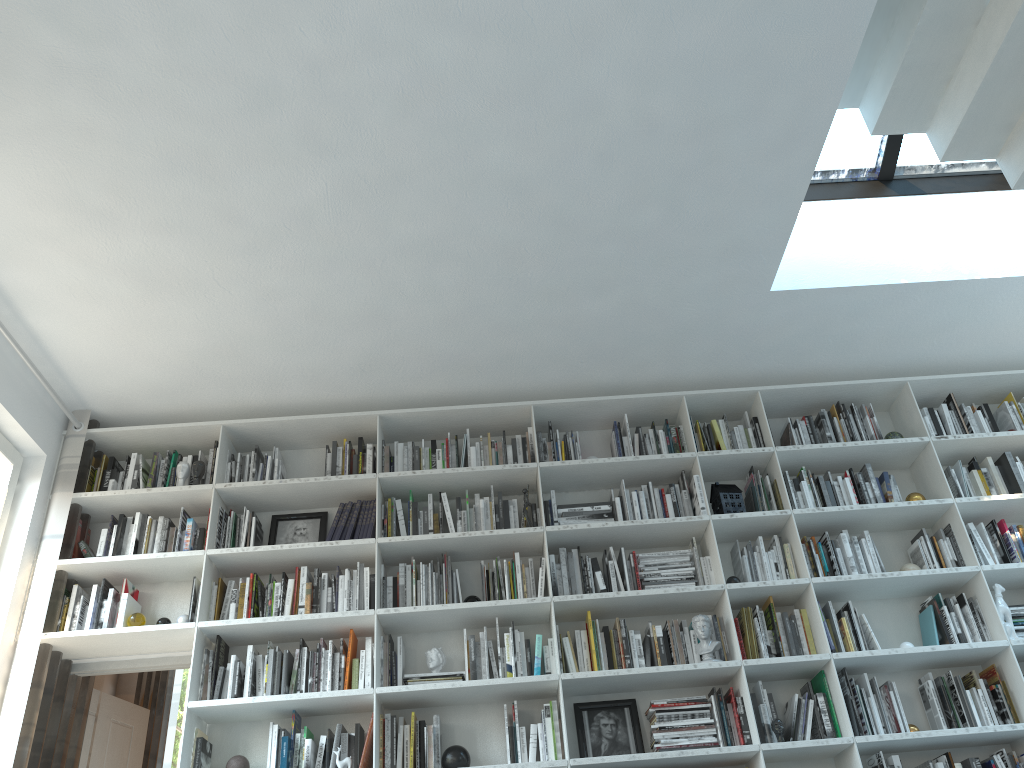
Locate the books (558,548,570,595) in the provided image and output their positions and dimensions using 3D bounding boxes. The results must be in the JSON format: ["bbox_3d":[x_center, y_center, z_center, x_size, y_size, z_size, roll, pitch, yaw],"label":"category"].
[{"bbox_3d":[0.264,1.004,4.497,0.026,0.295,0.180,-4,-34,-2],"label":"books"}]

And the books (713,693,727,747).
[{"bbox_3d":[0.951,1.587,4.106,0.011,0.259,0.185,-4,-34,-2],"label":"books"}]

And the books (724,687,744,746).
[{"bbox_3d":[1.029,1.573,4.113,0.011,0.278,0.187,-4,-34,-2],"label":"books"}]

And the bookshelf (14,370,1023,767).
[{"bbox_3d":[0.850,1.441,4.138,6.296,3.124,0.332,-4,-34,-2],"label":"bookshelf"}]

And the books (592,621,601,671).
[{"bbox_3d":[0.400,1.302,4.272,0.015,0.265,0.190,-4,-34,-2],"label":"books"}]

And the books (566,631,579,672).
[{"bbox_3d":[0.293,1.335,4.285,0.042,0.240,0.163,-4,-34,-2],"label":"books"}]

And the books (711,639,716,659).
[{"bbox_3d":[0.954,1.286,4.315,0.025,0.258,0.131,-4,-34,-2],"label":"books"}]

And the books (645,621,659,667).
[{"bbox_3d":[0.680,1.303,4.303,0.014,0.257,0.162,-4,-34,-2],"label":"books"}]

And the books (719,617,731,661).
[{"bbox_3d":[1.031,1.286,4.330,0.023,0.263,0.107,-4,-34,-2],"label":"books"}]

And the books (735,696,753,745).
[{"bbox_3d":[1.053,1.586,4.091,0.034,0.228,0.200,-4,-34,-2],"label":"books"}]

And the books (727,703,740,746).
[{"bbox_3d":[1.015,1.609,4.110,0.021,0.216,0.133,-4,-34,-2],"label":"books"}]

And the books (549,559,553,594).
[{"bbox_3d":[0.193,1.034,4.493,0.012,0.252,0.162,-4,-34,-2],"label":"books"}]

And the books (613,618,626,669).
[{"bbox_3d":[0.523,1.300,4.302,0.013,0.282,0.178,-4,-34,-2],"label":"books"}]

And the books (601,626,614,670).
[{"bbox_3d":[0.466,1.325,4.309,0.028,0.258,0.135,-4,-34,-2],"label":"books"}]

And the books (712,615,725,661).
[{"bbox_3d":[0.998,1.277,4.314,0.014,0.264,0.154,-4,-34,-2],"label":"books"}]

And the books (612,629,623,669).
[{"bbox_3d":[0.505,1.325,4.294,0.025,0.234,0.137,-4,-34,-2],"label":"books"}]

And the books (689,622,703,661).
[{"bbox_3d":[0.902,1.293,4.322,0.014,0.261,0.135,-4,-34,-2],"label":"books"}]

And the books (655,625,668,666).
[{"bbox_3d":[0.712,1.307,4.283,0.029,0.223,0.186,-4,-34,-2],"label":"books"}]

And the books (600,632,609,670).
[{"bbox_3d":[0.441,1.336,4.295,0.024,0.227,0.148,-4,-34,-2],"label":"books"}]

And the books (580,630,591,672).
[{"bbox_3d":[0.355,1.333,4.290,0.029,0.238,0.156,-4,-34,-2],"label":"books"}]

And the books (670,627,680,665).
[{"bbox_3d":[0.780,1.316,4.310,0.025,0.229,0.143,-4,-34,-2],"label":"books"}]

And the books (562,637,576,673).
[{"bbox_3d":[0.276,1.343,4.266,0.053,0.207,0.157,-4,-34,-2],"label":"books"}]

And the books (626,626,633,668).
[{"bbox_3d":[0.563,1.318,4.305,0.011,0.250,0.131,-4,-34,-2],"label":"books"}]

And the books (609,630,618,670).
[{"bbox_3d":[0.487,1.326,4.285,0.012,0.226,0.170,-4,-34,-2],"label":"books"}]

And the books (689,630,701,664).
[{"bbox_3d":[0.880,1.315,4.297,0.035,0.200,0.150,-4,-34,-2],"label":"books"}]

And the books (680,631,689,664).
[{"bbox_3d":[0.828,1.321,4.303,0.022,0.205,0.115,-4,-34,-2],"label":"books"}]

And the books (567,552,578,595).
[{"bbox_3d":[0.304,1.011,4.484,0.025,0.264,0.186,-4,-34,-2],"label":"books"}]

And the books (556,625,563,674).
[{"bbox_3d":[0.231,1.330,4.306,0.010,0.280,0.141,-4,-34,-2],"label":"books"}]

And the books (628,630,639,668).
[{"bbox_3d":[0.582,1.324,4.285,0.024,0.215,0.176,-4,-34,-2],"label":"books"}]

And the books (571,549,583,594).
[{"bbox_3d":[0.330,1.007,4.508,0.029,0.293,0.152,-4,-34,-2],"label":"books"}]

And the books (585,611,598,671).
[{"bbox_3d":[0.384,1.282,4.286,0.014,0.316,0.189,-4,-34,-2],"label":"books"}]

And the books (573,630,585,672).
[{"bbox_3d":[0.327,1.335,4.296,0.026,0.246,0.140,-4,-34,-2],"label":"books"}]

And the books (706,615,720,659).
[{"bbox_3d":[0.978,1.282,4.330,0.025,0.277,0.108,-4,-34,-2],"label":"books"}]

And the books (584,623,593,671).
[{"bbox_3d":[0.373,1.321,4.313,0.010,0.282,0.137,-4,-34,-2],"label":"books"}]

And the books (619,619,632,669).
[{"bbox_3d":[0.543,1.298,4.286,0.028,0.266,0.191,-4,-34,-2],"label":"books"}]

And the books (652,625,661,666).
[{"bbox_3d":[0.693,1.310,4.294,0.010,0.232,0.176,-4,-34,-2],"label":"books"}]

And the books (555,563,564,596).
[{"bbox_3d":[0.240,1.044,4.492,0.027,0.227,0.148,-4,-34,-2],"label":"books"}]

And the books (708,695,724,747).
[{"bbox_3d":[0.939,1.592,4.106,0.012,0.252,0.162,-4,-34,-2],"label":"books"}]

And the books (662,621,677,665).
[{"bbox_3d":[0.761,1.290,4.283,0.012,0.243,0.187,-4,-34,-2],"label":"books"}]

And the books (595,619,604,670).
[{"bbox_3d":[0.422,1.303,4.289,0.010,0.279,0.171,-4,-34,-2],"label":"books"}]

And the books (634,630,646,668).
[{"bbox_3d":[0.610,1.324,4.286,0.030,0.213,0.169,-4,-34,-2],"label":"books"}]

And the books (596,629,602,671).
[{"bbox_3d":[0.413,1.328,4.294,0.010,0.243,0.150,-4,-34,-2],"label":"books"}]

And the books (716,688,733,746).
[{"bbox_3d":[0.985,1.579,4.124,0.011,0.286,0.153,-4,-34,-2],"label":"books"}]

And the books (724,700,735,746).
[{"bbox_3d":[0.998,1.605,4.115,0.013,0.231,0.135,-4,-34,-2],"label":"books"}]

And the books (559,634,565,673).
[{"bbox_3d":[0.243,1.348,4.293,0.011,0.234,0.142,-4,-34,-2],"label":"books"}]

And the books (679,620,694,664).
[{"bbox_3d":[0.849,1.294,4.313,0.024,0.257,0.127,-4,-34,-2],"label":"books"}]

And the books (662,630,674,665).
[{"bbox_3d":[0.742,1.316,4.279,0.029,0.199,0.179,-4,-34,-2],"label":"books"}]

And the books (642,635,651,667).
[{"bbox_3d":[0.650,1.335,4.294,0.050,0.197,0.146,-4,-34,-2],"label":"books"}]

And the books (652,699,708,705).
[{"bbox_3d":[0.776,1.514,4.163,0.254,0.012,0.162,-2,-34,-5],"label":"books"}]

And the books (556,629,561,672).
[{"bbox_3d":[0.221,1.337,4.290,0.012,0.252,0.162,-4,-34,-2],"label":"books"}]

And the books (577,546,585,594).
[{"bbox_3d":[0.349,0.999,4.504,0.011,0.298,0.180,-4,-34,-2],"label":"books"}]

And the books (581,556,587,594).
[{"bbox_3d":[0.362,1.020,4.493,0.011,0.250,0.153,-4,-34,-2],"label":"books"}]

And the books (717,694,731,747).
[{"bbox_3d":[0.974,1.593,4.115,0.013,0.254,0.163,-4,-34,-2],"label":"books"}]

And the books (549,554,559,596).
[{"bbox_3d":[0.212,1.021,4.489,0.026,0.265,0.171,-4,-34,-2],"label":"books"}]

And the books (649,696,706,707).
[{"bbox_3d":[0.775,1.503,4.168,0.254,0.012,0.162,-6,-34,1],"label":"books"}]

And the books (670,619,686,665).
[{"bbox_3d":[0.803,1.292,4.303,0.025,0.257,0.151,-4,-34,-2],"label":"books"}]

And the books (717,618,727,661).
[{"bbox_3d":[1.012,1.285,4.323,0.014,0.259,0.138,-4,-34,-2],"label":"books"}]

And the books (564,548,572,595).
[{"bbox_3d":[0.283,1.007,4.518,0.014,0.311,0.134,-4,-34,-2],"label":"books"}]
